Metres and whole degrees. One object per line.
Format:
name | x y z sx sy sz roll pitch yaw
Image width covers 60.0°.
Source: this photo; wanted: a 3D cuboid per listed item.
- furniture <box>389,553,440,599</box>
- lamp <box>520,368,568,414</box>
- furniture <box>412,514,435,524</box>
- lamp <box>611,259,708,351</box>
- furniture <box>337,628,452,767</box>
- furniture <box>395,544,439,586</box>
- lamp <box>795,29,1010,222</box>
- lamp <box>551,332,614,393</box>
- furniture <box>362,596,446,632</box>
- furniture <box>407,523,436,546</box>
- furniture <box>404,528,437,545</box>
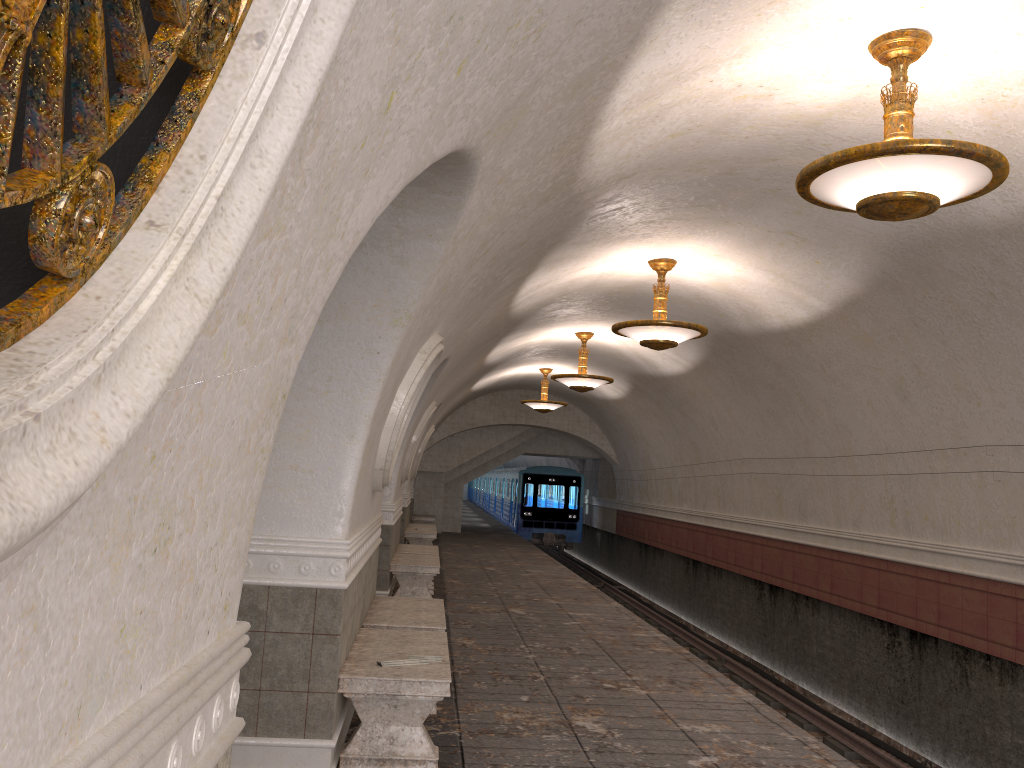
furniture | -1.260 2.527 11.475 0.613 0.508 1.509 4 -6 -5
lamp | 0.698 0.156 18.961 1.008 0.955 1.008 -2 -8 41
furniture | -2.369 3.770 23.626 0.613 0.508 1.509 4 -6 -5
lamp | 1.571 -0.823 9.393 1.008 0.955 1.008 2 -6 11
furniture | -0.715 1.917 5.509 0.613 0.508 1.509 4 -6 -5
furniture | -1.412 2.698 13.141 0.613 0.508 1.509 4 -6 -5
lamp | 2.008 -1.312 4.608 1.008 0.955 1.008 6 -7 -21
lamp | 1.135 -0.334 14.176 1.008 0.955 1.008 2 -6 11
furniture | -0.868 2.088 7.175 0.613 0.508 1.509 4 -6 -5
furniture | -1.951 3.302 19.048 0.613 0.508 1.509 4 -6 -5
furniture | -1.799 3.132 17.382 0.613 0.508 1.509 4 -6 -5
